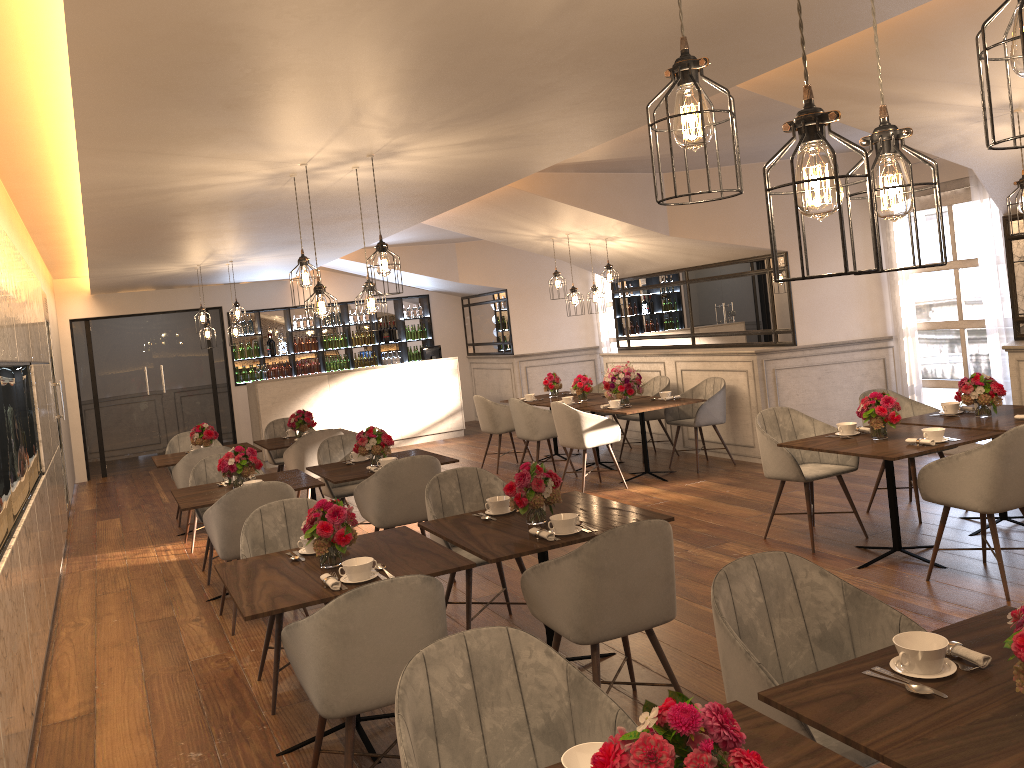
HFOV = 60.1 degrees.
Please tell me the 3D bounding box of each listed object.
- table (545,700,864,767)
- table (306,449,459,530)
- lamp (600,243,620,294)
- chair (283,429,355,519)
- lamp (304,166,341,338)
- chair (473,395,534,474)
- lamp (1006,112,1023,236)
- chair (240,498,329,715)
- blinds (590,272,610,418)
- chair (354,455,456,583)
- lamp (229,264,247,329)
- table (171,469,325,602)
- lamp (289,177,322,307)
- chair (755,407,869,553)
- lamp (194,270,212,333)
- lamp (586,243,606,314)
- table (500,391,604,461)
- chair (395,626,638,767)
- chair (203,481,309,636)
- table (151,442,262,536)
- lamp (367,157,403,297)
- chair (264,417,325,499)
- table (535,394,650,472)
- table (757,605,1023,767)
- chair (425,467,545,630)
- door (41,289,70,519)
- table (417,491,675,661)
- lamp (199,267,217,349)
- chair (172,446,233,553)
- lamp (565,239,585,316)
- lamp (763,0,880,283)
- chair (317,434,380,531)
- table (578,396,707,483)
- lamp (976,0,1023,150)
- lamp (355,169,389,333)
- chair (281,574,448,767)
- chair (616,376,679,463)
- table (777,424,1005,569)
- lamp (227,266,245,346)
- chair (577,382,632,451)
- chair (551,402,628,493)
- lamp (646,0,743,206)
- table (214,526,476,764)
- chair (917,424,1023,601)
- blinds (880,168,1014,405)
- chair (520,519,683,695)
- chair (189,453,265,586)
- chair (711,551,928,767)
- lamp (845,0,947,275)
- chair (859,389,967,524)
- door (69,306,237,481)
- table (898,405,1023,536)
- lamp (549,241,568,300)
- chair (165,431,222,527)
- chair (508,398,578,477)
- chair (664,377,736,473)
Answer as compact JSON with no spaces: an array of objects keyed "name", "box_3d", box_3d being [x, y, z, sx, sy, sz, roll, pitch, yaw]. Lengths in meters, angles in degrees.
[{"name":"table","box_3d":[0.354,1.169,1.497,0.898,0.720,0.896,-7,3,-25]},{"name":"table","box_3d":[-0.928,0.941,6.480,0.898,0.720,0.896,-7,3,-25]},{"name":"lamp","box_3d":[0.911,-1.962,9.066,0.175,2.069,0.175,-6,1,-23]},{"name":"chair","box_3d":[-1.757,0.834,8.104,0.566,0.871,0.525,-7,2,-25]},{"name":"lamp","box_3d":[-1.166,-1.296,4.974,0.175,2.069,0.175,-6,1,-23]},{"name":"chair","box_3d":[-0.110,0.523,9.956,0.527,0.871,0.564,-7,2,-25]},{"name":"lamp","box_3d":[2.621,-1.821,4.655,0.175,2.069,0.175,-6,1,-23]},{"name":"chair","box_3d":[-1.024,1.033,4.329,0.566,0.871,0.525,-7,2,-25]},{"name":"blinds","box_3d":[1.574,-0.797,12.830,0.134,2.696,1.379,-6,2,-25]},{"name":"chair","box_3d":[-0.706,0.886,5.862,0.566,0.871,0.525,-7,2,-25]},{"name":"lamp","box_3d":[-3.208,-1.663,10.044,0.175,2.069,0.175,-6,1,-23]},{"name":"table","box_3d":[-1.791,1.062,6.072,0.898,0.720,0.896,-7,3,-25]},{"name":"lamp","box_3d":[-1.325,-1.495,5.268,0.175,2.069,0.175,-6,1,-23]},{"name":"chair","box_3d":[1.956,0.600,5.900,0.566,0.871,0.525,-7,2,-25]},{"name":"lamp","box_3d":[-3.726,-1.633,10.386,0.175,2.069,0.175,-6,1,-23]},{"name":"lamp","box_3d":[0.792,-1.777,9.366,0.175,2.069,0.175,-6,1,-23]},{"name":"table","box_3d":[0.486,0.512,10.278,0.898,0.720,0.896,-7,3,-25]},{"name":"chair","box_3d":[0.027,1.085,2.087,0.566,0.871,0.525,-7,2,-25]},{"name":"chair","box_3d":[-1.568,1.008,5.454,0.566,0.871,0.525,-7,2,-25]},{"name":"table","box_3d":[-2.842,1.010,8.315,0.898,0.720,0.896,-7,3,-25]},{"name":"lamp","box_3d":[-0.808,-1.526,4.926,0.175,2.069,0.175,-6,1,-23]},{"name":"chair","box_3d":[-2.306,0.804,9.313,0.566,0.871,0.525,-7,2,-25]},{"name":"table","box_3d":[0.884,0.532,9.428,0.898,0.720,0.896,-7,3,-25]},{"name":"table","box_3d":[1.217,1.048,1.904,0.898,0.720,0.896,-7,3,-25]},{"name":"chair","box_3d":[-0.162,0.911,4.737,0.566,0.871,0.525,-7,2,-25]},{"name":"door","box_3d":[-4.817,0.226,9.360,0.134,2.466,1.855,-6,2,-25]},{"name":"table","box_3d":[0.165,0.995,4.147,0.898,0.720,0.896,-7,3,-25]},{"name":"lamp","box_3d":[-3.566,-1.434,10.091,0.175,2.069,0.175,-6,1,-23]},{"name":"chair","box_3d":[-2.619,0.956,7.696,0.566,0.871,0.525,-7,2,-25]},{"name":"lamp","box_3d":[0.553,-1.733,9.114,0.175,2.069,0.175,-6,1,-23]},{"name":"lamp","box_3d":[0.443,-1.216,1.541,0.175,2.069,0.175,-6,1,-23]},{"name":"chair","box_3d":[-1.255,0.856,7.070,0.566,0.871,0.525,-7,2,-25]},{"name":"table","box_3d":[1.283,0.551,8.578,0.898,0.720,0.896,-7,3,-25]},{"name":"lamp","box_3d":[0.801,-1.445,1.494,0.175,2.069,0.175,-6,1,-23]},{"name":"lamp","box_3d":[-0.927,-1.340,5.226,0.175,2.069,0.175,-6,1,-23]},{"name":"chair","box_3d":[-0.475,1.063,3.121,0.566,0.871,0.525,-7,2,-25]},{"name":"chair","box_3d":[1.476,0.374,9.687,0.527,0.871,0.564,-7,2,-25]},{"name":"table","box_3d":[2.283,0.684,5.311,0.898,0.720,0.896,-7,3,-25]},{"name":"lamp","box_3d":[-3.327,-1.478,10.344,0.175,2.069,0.175,-6,1,-23]},{"name":"chair","box_3d":[1.077,0.354,10.537,0.527,0.871,0.564,-7,2,-25]},{"name":"chair","box_3d":[0.687,0.562,8.256,0.527,0.871,0.564,-7,2,-25]},{"name":"lamp","box_3d":[0.283,-1.415,1.836,0.175,2.069,0.175,-6,1,-23]},{"name":"table","box_3d":[-0.698,1.117,3.739,0.898,0.720,0.896,-7,3,-25]},{"name":"chair","box_3d":[2.547,0.624,4.712,0.566,0.871,0.525,-7,2,-25]},{"name":"blinds","box_3d":[3.900,-0.681,7.867,0.134,2.696,1.379,-6,2,-25]},{"name":"chair","box_3d":[0.388,0.941,3.528,0.566,0.871,0.525,-7,2,-25]},{"name":"chair","box_3d":[-2.118,0.978,6.663,0.566,0.871,0.525,-7,2,-25]},{"name":"chair","box_3d":[0.889,0.963,2.495,0.566,0.871,0.525,-7,2,-25]},{"name":"lamp","box_3d":[0.682,-1.260,1.794,0.175,2.069,0.175,-6,1,-23]},{"name":"chair","box_3d":[2.818,0.478,6.308,0.566,0.871,0.525,-7,2,-25]},{"name":"door","box_3d":[-5.321,0.102,13.247,2.112,2.332,0.273,-7,1,-25]},{"name":"table","box_3d":[3.146,0.563,5.718,0.898,0.720,0.896,-7,3,-25]},{"name":"lamp","box_3d":[0.393,-1.932,9.408,0.175,2.069,0.175,-6,1,-23]},{"name":"chair","box_3d":[-3.169,0.926,8.905,0.566,0.871,0.525,-7,2,-25]},{"name":"chair","box_3d":[0.289,0.543,9.106,0.527,0.871,0.564,-7,2,-25]},{"name":"chair","box_3d":[1.874,0.393,8.837,0.527,0.871,0.564,-7,2,-25]}]
